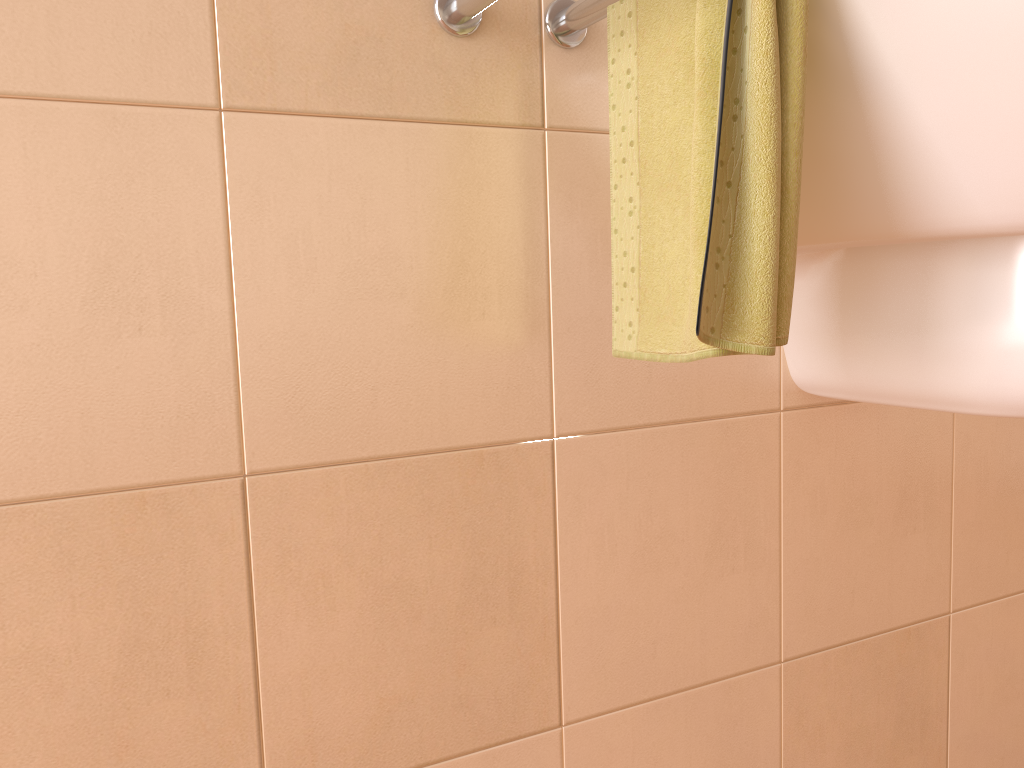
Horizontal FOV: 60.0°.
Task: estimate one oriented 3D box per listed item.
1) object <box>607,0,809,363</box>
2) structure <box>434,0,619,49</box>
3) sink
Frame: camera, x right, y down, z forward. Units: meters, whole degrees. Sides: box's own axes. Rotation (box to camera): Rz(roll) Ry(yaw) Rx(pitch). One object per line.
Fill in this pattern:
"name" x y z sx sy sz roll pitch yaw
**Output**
"object" 0.133 -0.168 0.626 0.085 0.306 0.181 -3 6 -11
"structure" 0.075 -0.291 0.591 0.142 0.042 0.333 -5 7 -27
"sink" 0.500 -0.231 0.701 0.683 0.516 0.539 -5 7 -27
